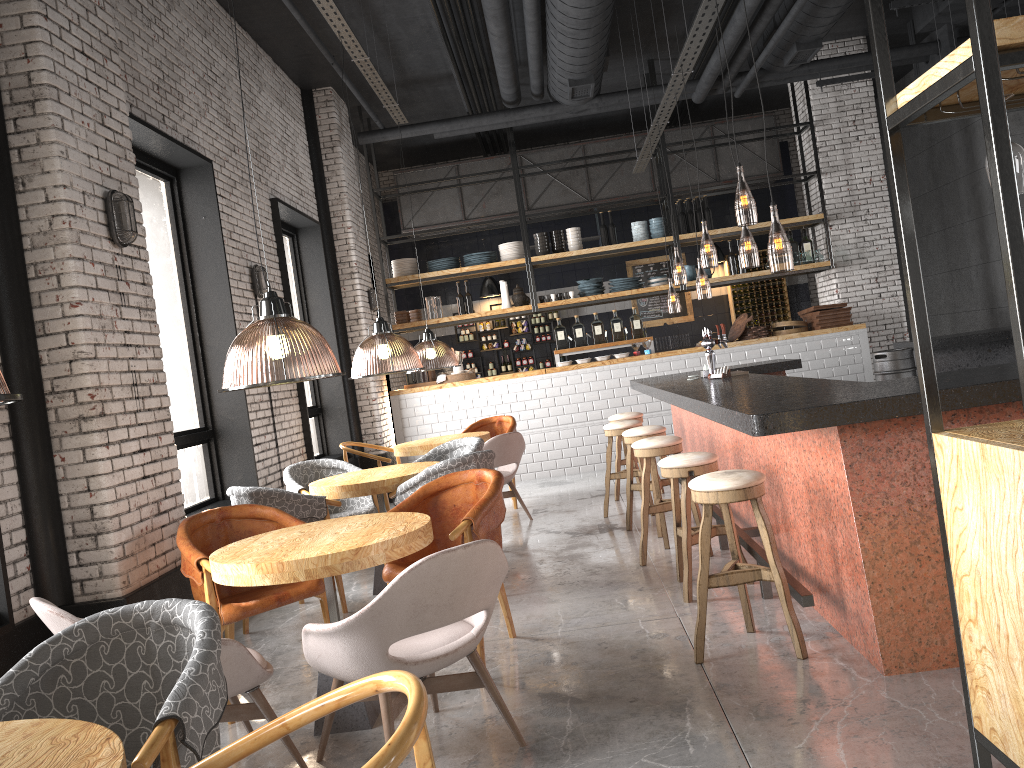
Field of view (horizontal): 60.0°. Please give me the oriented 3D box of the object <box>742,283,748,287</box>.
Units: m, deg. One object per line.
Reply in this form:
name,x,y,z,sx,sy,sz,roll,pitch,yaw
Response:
object,3.763,-1.607,14.326,0.079,0.079,0.284,-8,1,3

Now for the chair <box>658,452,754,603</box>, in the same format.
chair,1.046,0.791,5.078,0.481,0.805,0.438,-8,0,-18

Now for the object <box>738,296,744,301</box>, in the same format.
object,3.699,-1.385,14.315,0.079,0.079,0.284,-8,1,3

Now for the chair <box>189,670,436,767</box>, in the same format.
chair,-0.319,0.998,1.448,0.644,0.921,0.612,-8,0,-5

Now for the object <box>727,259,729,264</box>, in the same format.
object,3.515,-1.996,14.300,0.079,0.079,0.284,-8,1,3

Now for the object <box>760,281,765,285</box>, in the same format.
object,4.043,-1.647,14.296,0.079,0.079,0.284,-8,1,3

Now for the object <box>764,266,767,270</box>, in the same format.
object,4.107,-1.869,14.307,0.079,0.079,0.284,-8,1,3

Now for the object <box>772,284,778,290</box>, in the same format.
object,4.245,-1.570,14.303,0.079,0.079,0.284,-8,1,3

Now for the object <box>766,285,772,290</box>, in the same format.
object,4.151,-1.556,14.292,0.079,0.079,0.284,-8,1,3

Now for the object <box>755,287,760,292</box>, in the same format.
object,3.965,-1.530,14.316,0.079,0.079,0.284,-8,1,3

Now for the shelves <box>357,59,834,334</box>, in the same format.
shelves,1.034,-2.580,11.561,5.676,3.066,0.597,-8,0,3

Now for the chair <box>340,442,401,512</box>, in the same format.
chair,-1.363,0.996,8.651,0.643,0.921,0.613,-8,0,10

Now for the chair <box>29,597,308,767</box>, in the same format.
chair,-1.310,1.130,3.347,0.803,0.850,0.770,-9,1,-38

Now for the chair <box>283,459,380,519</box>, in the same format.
chair,-1.370,1.034,6.705,0.682,0.929,0.643,-9,1,-43

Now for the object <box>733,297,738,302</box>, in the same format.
object,3.607,-1.372,14.336,0.079,0.079,0.284,-8,1,3

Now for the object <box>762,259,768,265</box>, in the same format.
object,4.091,-1.972,14.291,0.079,0.079,0.284,-8,1,3

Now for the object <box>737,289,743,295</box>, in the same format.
object,3.683,-1.489,14.292,0.079,0.079,0.284,-8,1,3

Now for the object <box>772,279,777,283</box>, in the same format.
object,4.230,-1.674,14.302,0.079,0.079,0.284,-8,1,3

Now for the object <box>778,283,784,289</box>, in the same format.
object,4.338,-1.583,14.282,0.079,0.079,0.284,-8,1,3

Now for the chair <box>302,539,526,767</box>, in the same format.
chair,-0.354,0.993,3.295,0.772,0.850,0.801,-9,1,-38

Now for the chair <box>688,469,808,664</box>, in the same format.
chair,1.028,0.789,3.909,0.481,0.805,0.438,-8,0,-38

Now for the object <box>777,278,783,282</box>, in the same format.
object,4.322,-1.687,14.273,0.079,0.079,0.284,-8,1,3

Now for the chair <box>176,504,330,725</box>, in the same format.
chair,-1.277,1.070,4.361,0.682,0.929,0.643,-9,1,-45

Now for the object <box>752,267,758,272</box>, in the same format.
object,3.918,-1.841,14.282,0.079,0.079,0.284,-8,1,3

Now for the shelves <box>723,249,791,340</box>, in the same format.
shelves,4.033,-1.072,14.366,0.889,2.148,0.251,-8,0,3

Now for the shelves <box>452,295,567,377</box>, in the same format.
shelves,-0.008,-0.603,14.618,1.761,1.482,0.157,-8,0,3

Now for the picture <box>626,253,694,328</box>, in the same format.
picture,2.446,-1.534,14.659,0.980,1.142,0.020,-8,0,3

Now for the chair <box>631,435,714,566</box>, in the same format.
chair,0.964,0.756,5.880,0.439,0.805,0.480,-8,0,-23

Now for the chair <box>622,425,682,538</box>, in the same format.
chair,1.036,0.726,6.833,0.438,0.805,0.481,-8,0,42

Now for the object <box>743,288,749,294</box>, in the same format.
object,3.778,-1.503,14.311,0.079,0.079,0.284,-8,1,3

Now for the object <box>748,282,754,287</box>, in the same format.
object,3.856,-1.620,14.306,0.079,0.079,0.284,-8,1,3

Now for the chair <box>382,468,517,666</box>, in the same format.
chair,-0.240,0.920,4.402,0.680,0.929,0.645,-8,1,40

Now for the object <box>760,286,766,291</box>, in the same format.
object,4.058,-1.543,14.312,0.079,0.079,0.284,-8,1,3

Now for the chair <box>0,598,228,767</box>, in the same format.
chair,-0.949,1.068,2.235,0.681,0.929,0.644,-8,0,12

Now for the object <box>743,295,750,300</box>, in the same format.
object,3.792,-1.398,14.291,0.079,0.079,0.284,-8,1,3

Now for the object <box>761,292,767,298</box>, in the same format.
object,4.072,-1.439,14.296,0.079,0.079,0.284,-8,1,3

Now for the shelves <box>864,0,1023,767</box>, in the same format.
shelves,2.811,-1.554,2.198,3.659,5.019,0.690,-8,0,3

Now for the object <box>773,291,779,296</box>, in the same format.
object,4.259,-1.465,14.287,0.079,0.079,0.284,-8,1,3

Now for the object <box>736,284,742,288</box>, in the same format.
object,3.668,-1.593,14.296,0.079,0.079,0.284,-8,1,3

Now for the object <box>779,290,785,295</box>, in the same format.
object,4.353,-1.479,14.302,0.079,0.079,0.284,-8,1,3

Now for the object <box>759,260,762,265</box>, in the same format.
object,3.998,-1.959,14.312,0.079,0.079,0.284,-8,1,3

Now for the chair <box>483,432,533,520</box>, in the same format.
chair,-0.217,0.874,8.010,0.772,0.850,0.801,-9,1,-38

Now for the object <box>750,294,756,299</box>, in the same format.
object,3.886,-1.412,14.306,0.079,0.079,0.284,-8,1,3

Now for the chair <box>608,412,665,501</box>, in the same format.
chair,1.097,0.681,8.530,0.439,0.805,0.480,-8,0,-28

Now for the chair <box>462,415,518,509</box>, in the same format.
chair,-0.160,0.809,9.110,0.680,0.929,0.644,-8,0,25

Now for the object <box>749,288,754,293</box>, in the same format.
object,3.872,-1.517,14.326,0.079,0.079,0.284,-8,1,3

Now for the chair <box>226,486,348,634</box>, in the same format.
chair,-1.501,1.074,5.713,0.645,0.929,0.680,-9,1,-43

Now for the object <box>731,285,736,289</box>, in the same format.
object,3.576,-1.580,14.320,0.079,0.079,0.284,-8,1,3

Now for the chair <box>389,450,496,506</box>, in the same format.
chair,-0.340,0.907,5.707,0.682,0.929,0.643,-9,1,-43

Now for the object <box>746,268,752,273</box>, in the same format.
object,3.826,-1.828,14.306,0.079,0.079,0.284,-8,1,3

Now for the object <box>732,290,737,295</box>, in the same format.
object,3.590,-1.476,14.311,0.079,0.079,0.284,-8,1,3

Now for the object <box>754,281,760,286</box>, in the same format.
object,3.948,-1.633,14.282,0.079,0.079,0.284,-8,1,3

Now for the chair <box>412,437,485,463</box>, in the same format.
chair,-0.414,0.896,6.726,0.645,0.929,0.680,-9,1,-43

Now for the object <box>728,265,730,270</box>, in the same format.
object,3.532,-1.893,14.335,0.079,0.079,0.284,-8,1,3

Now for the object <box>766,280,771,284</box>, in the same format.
object,4.137,-1.661,14.311,0.079,0.079,0.284,-8,1,3

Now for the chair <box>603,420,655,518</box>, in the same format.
chair,1.010,0.714,7.574,0.481,0.805,0.438,-8,0,-23

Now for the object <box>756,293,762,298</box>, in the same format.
object,3.978,-1.425,14.278,0.079,0.079,0.284,-8,1,3

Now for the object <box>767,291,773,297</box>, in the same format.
object,4.165,-1.451,14.272,0.079,0.079,0.284,-8,1,3
